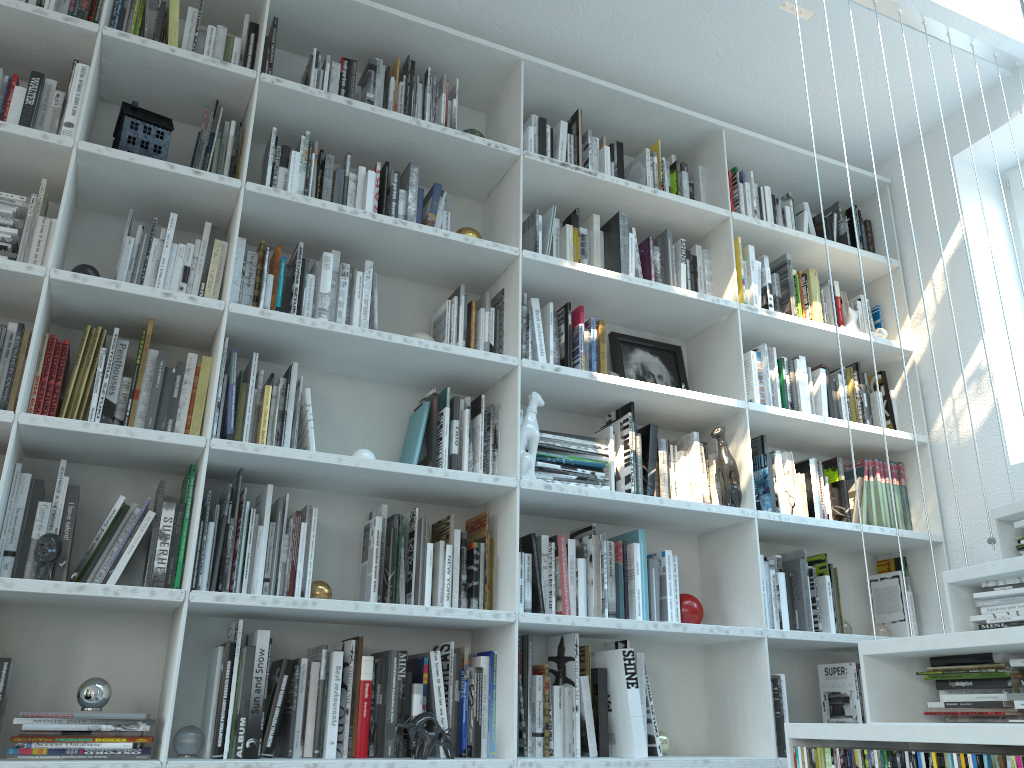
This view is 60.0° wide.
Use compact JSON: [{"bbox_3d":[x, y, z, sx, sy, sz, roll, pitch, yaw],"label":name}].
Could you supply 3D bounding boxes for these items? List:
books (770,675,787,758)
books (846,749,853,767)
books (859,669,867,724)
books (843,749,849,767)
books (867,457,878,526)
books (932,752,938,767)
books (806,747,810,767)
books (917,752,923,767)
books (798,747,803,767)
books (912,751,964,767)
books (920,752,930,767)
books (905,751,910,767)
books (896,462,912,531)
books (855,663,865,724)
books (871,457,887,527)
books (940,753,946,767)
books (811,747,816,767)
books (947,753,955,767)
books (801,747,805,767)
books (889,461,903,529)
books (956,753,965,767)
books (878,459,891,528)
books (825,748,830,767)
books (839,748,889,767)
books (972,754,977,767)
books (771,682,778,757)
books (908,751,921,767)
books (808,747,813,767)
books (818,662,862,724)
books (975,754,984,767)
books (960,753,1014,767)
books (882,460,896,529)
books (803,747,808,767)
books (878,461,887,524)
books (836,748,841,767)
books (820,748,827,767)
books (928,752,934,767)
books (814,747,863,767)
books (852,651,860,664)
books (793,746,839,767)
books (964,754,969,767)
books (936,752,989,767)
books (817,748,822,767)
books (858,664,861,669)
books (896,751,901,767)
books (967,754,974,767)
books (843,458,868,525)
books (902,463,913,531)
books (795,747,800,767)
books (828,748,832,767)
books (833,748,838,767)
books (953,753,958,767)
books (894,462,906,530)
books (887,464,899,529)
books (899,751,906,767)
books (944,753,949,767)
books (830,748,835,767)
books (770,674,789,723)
[{"bbox_3d":[0.776,1.027,2.745,0.014,0.232,0.183,10,-22,-23],"label":"books"},{"bbox_3d":[0.698,0.766,1.698,0.125,0.125,0.010,10,-22,-23],"label":"books"},{"bbox_3d":[1.124,1.082,2.923,0.031,0.265,0.169,10,-22,-23],"label":"books"},{"bbox_3d":[0.693,0.769,1.707,0.125,0.125,0.010,10,-22,-23],"label":"books"},{"bbox_3d":[1.286,0.436,3.312,0.033,0.293,0.170,10,-22,-23],"label":"books"},{"bbox_3d":[0.781,0.703,1.530,0.125,0.125,0.010,10,-22,-23],"label":"books"},{"bbox_3d":[0.651,0.801,1.792,0.125,0.125,0.008,10,-22,-23],"label":"books"},{"bbox_3d":[0.768,0.713,1.557,0.125,0.125,0.007,10,-22,-23],"label":"books"},{"bbox_3d":[0.641,0.808,1.812,0.125,0.125,0.009,10,-22,-23],"label":"books"},{"bbox_3d":[0.764,0.716,1.566,0.125,0.125,0.009,10,-22,-23],"label":"books"},{"bbox_3d":[0.772,0.710,1.549,0.125,0.125,0.010,10,-22,-23],"label":"books"},{"bbox_3d":[0.756,0.722,1.582,0.125,0.125,0.012,10,-22,-23],"label":"books"},{"bbox_3d":[1.427,0.457,3.362,0.018,0.292,0.170,10,-22,-23],"label":"books"},{"bbox_3d":[1.098,1.076,2.932,0.012,0.284,0.160,10,-22,-23],"label":"books"},{"bbox_3d":[1.314,0.435,3.309,0.018,0.292,0.170,10,-22,-23],"label":"books"},{"bbox_3d":[0.788,0.698,1.516,0.125,0.124,0.007,10,-22,-23],"label":"books"},{"bbox_3d":[0.657,0.796,1.779,0.125,0.125,0.007,10,-22,-23],"label":"books"},{"bbox_3d":[0.795,0.693,1.503,0.125,0.125,0.010,10,-22,-23],"label":"books"},{"bbox_3d":[0.645,0.806,1.805,0.125,0.125,0.008,10,-22,-23],"label":"books"},{"bbox_3d":[1.392,0.453,3.353,0.018,0.292,0.170,10,-22,-23],"label":"books"},{"bbox_3d":[0.802,0.687,1.487,0.125,0.125,0.008,10,-22,-23],"label":"books"},{"bbox_3d":[1.341,0.446,3.335,0.018,0.292,0.170,10,-22,-23],"label":"books"},{"bbox_3d":[0.673,0.784,1.748,0.125,0.125,0.008,10,-22,-23],"label":"books"},{"bbox_3d":[0.689,0.772,1.715,0.125,0.125,0.008,10,-22,-23],"label":"books"},{"bbox_3d":[0.815,0.678,1.462,0.125,0.125,0.007,10,-22,-23],"label":"books"},{"bbox_3d":[0.744,1.032,2.733,0.031,0.213,0.165,10,-22,-23],"label":"books"},{"bbox_3d":[0.760,0.719,1.572,0.125,0.125,0.011,10,-22,-23],"label":"books"},{"bbox_3d":[0.654,0.799,1.786,0.125,0.125,0.009,10,-22,-23],"label":"books"},{"bbox_3d":[1.078,1.065,2.906,0.012,0.284,0.160,10,-22,-23],"label":"books"},{"bbox_3d":[0.818,0.675,1.456,0.125,0.125,0.008,10,-22,-23],"label":"books"},{"bbox_3d":[0.805,0.685,1.482,0.125,0.125,0.008,10,-22,-23],"label":"books"},{"bbox_3d":[1.359,0.447,3.339,0.018,0.292,0.170,10,-22,-23],"label":"books"},{"bbox_3d":[0.648,0.803,1.798,0.125,0.124,0.007,10,-22,-23],"label":"books"},{"bbox_3d":[1.324,0.443,3.328,0.018,0.292,0.170,10,-22,-23],"label":"books"},{"bbox_3d":[0.686,0.775,1.722,0.125,0.125,0.008,10,-22,-23],"label":"books"},{"bbox_3d":[0.668,0.788,1.757,0.125,0.125,0.012,10,-22,-23],"label":"books"},{"bbox_3d":[0.777,0.706,1.539,0.125,0.125,0.014,10,-22,-23],"label":"books"},{"bbox_3d":[0.660,0.794,1.773,0.125,0.125,0.008,10,-22,-23],"label":"books"},{"bbox_3d":[1.234,1.065,2.971,0.010,0.334,0.185,10,-22,-23],"label":"books"},{"bbox_3d":[0.634,0.813,1.825,0.125,0.125,0.009,10,-22,-23],"label":"books"},{"bbox_3d":[0.808,0.682,1.475,0.125,0.125,0.008,10,-22,-23],"label":"books"},{"bbox_3d":[0.785,0.700,1.522,0.125,0.125,0.007,10,-22,-23],"label":"books"},{"bbox_3d":[0.664,0.791,1.765,0.125,0.125,0.010,10,-22,-23],"label":"books"},{"bbox_3d":[1.177,1.086,2.961,0.047,0.286,0.141,10,-22,-23],"label":"books"},{"bbox_3d":[0.748,0.728,1.597,0.125,0.125,0.008,10,-22,-23],"label":"books"},{"bbox_3d":[0.812,0.680,1.469,0.125,0.125,0.008,10,-22,-23],"label":"books"},{"bbox_3d":[1.251,0.432,3.296,0.072,0.290,0.170,10,-22,-23],"label":"books"},{"bbox_3d":[1.439,0.463,3.378,0.018,0.292,0.170,10,-22,-23],"label":"books"},{"bbox_3d":[0.638,0.811,1.818,0.125,0.125,0.008,10,-22,-23],"label":"books"},{"bbox_3d":[0.676,0.782,1.741,0.125,0.124,0.007,10,-22,-23],"label":"books"},{"bbox_3d":[0.683,0.777,1.728,0.125,0.124,0.007,10,-22,-23],"label":"books"},{"bbox_3d":[0.799,0.690,1.494,0.125,0.125,0.008,10,-22,-23],"label":"books"},{"bbox_3d":[1.406,0.457,3.364,0.018,0.292,0.170,10,-22,-23],"label":"books"},{"bbox_3d":[1.374,0.451,3.350,0.018,0.292,0.170,10,-22,-23],"label":"books"},{"bbox_3d":[0.751,0.726,1.591,0.125,0.125,0.008,10,-22,-23],"label":"books"},{"bbox_3d":[0.792,0.695,1.509,0.125,0.124,0.007,10,-22,-23],"label":"books"},{"bbox_3d":[0.679,0.780,1.735,0.125,0.124,0.007,10,-22,-23],"label":"books"},{"bbox_3d":[0.795,1.029,2.756,0.030,0.237,0.152,10,-22,-23],"label":"books"}]
